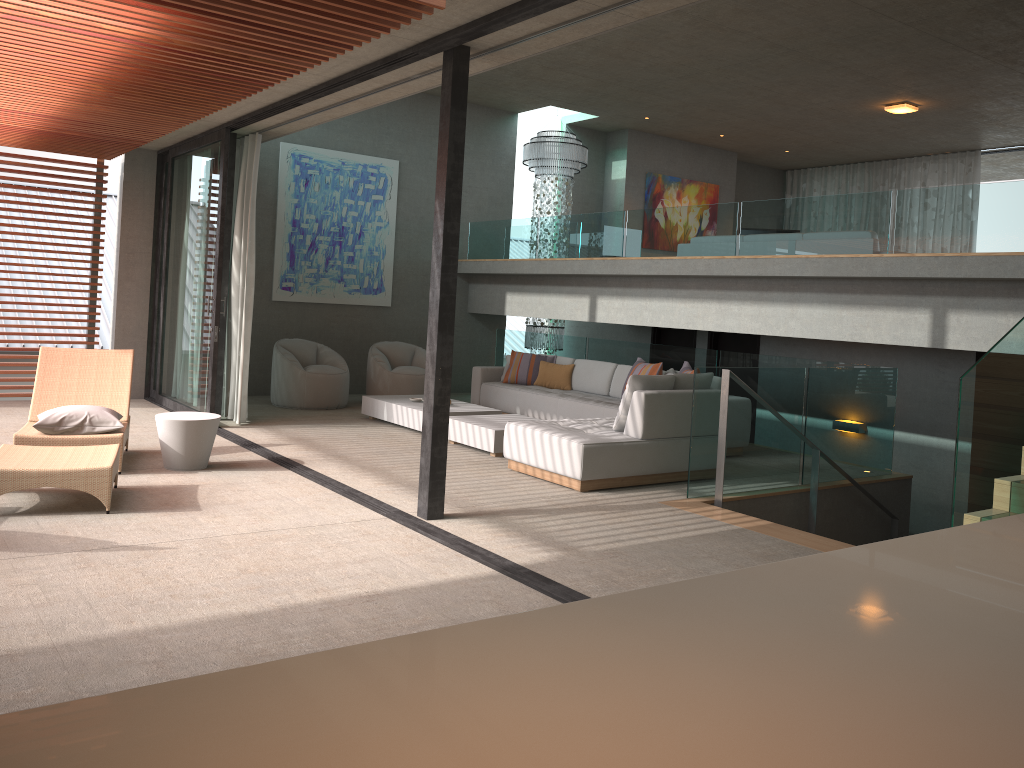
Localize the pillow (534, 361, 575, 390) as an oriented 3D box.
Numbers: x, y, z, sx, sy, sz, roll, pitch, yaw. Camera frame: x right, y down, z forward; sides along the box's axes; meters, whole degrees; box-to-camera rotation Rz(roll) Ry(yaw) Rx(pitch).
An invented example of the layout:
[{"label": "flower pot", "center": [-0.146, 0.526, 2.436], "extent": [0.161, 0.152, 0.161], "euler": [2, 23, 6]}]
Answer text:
[{"label": "pillow", "center": [0.513, -0.098, 10.534], "extent": [0.464, 0.324, 0.226], "euler": [4, 2, 17]}]

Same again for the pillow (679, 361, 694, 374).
[{"label": "pillow", "center": [1.717, 0.044, 8.739], "extent": [0.279, 0.503, 0.698], "euler": [3, 4, 7]}]

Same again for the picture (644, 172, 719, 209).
[{"label": "picture", "center": [2.894, -2.867, 15.043], "extent": [1.748, 1.249, 0.030], "euler": [1, 2, -36]}]

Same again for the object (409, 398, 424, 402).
[{"label": "object", "center": [-0.894, 0.186, 9.519], "extent": [0.437, 0.040, 0.155], "euler": [4, 5, 10]}]

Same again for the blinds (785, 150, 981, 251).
[{"label": "blinds", "center": [6.403, -2.629, 15.861], "extent": [0.222, 2.725, 3.864], "euler": [3, 3, -36]}]

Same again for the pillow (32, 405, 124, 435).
[{"label": "pillow", "center": [-3.180, 0.258, 6.507], "extent": [0.594, 0.194, 0.596], "euler": [1, 5, -25]}]

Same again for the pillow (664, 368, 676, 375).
[{"label": "pillow", "center": [1.551, 0.051, 8.987], "extent": [0.239, 0.404, 0.595], "euler": [3, 4, 7]}]

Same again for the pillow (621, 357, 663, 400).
[{"label": "pillow", "center": [1.342, -0.010, 9.233], "extent": [0.311, 0.493, 0.740], "euler": [3, 4, -13]}]

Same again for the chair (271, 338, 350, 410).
[{"label": "chair", "center": [-2.429, -0.133, 10.689], "extent": [0.921, 0.787, 0.924], "euler": [1, 4, -32]}]

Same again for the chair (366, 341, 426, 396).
[{"label": "chair", "center": [-1.395, -0.131, 11.323], "extent": [0.921, 0.787, 0.924], "euler": [3, 3, -12]}]

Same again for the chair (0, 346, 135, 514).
[{"label": "chair", "center": [-3.090, 0.236, 6.180], "extent": [0.699, 0.825, 2.305], "euler": [2, 5, -21]}]

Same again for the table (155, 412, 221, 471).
[{"label": "table", "center": [-2.478, 0.438, 6.740], "extent": [0.476, 0.393, 0.475], "euler": [6, 4, 35]}]

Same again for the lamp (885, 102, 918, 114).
[{"label": "lamp", "center": [5.176, -3.663, 11.744], "extent": [0.300, 0.092, 0.301], "euler": [0, 6, -36]}]

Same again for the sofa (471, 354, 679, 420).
[{"label": "sofa", "center": [0.917, 0.143, 9.774], "extent": [1.047, 0.752, 3.475], "euler": [1, 5, -36]}]

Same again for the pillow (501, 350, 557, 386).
[{"label": "pillow", "center": [0.214, -0.181, 10.743], "extent": [0.655, 0.442, 0.341], "euler": [4, 2, 8]}]

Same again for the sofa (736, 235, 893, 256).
[{"label": "sofa", "center": [3.465, -1.428, 11.080], "extent": [0.973, 0.863, 3.262], "euler": [1, 5, -36]}]

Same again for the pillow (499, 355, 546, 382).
[{"label": "pillow", "center": [0.148, -0.160, 10.930], "extent": [0.618, 0.420, 0.312], "euler": [3, 2, 1]}]

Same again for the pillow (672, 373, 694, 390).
[{"label": "pillow", "center": [1.465, 0.143, 7.448], "extent": [0.491, 0.497, 0.239], "euler": [1, 2, -36]}]

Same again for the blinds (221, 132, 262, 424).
[{"label": "blinds", "center": [-3.281, -1.183, 9.800], "extent": [0.222, 2.921, 2.434], "euler": [3, 2, -36]}]

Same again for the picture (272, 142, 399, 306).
[{"label": "picture", "center": [-2.347, -2.107, 11.916], "extent": [1.717, 2.047, 0.030], "euler": [2, 1, -36]}]

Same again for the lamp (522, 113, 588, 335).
[{"label": "lamp", "center": [0.595, -2.294, 13.604], "extent": [1.002, 3.936, 0.998], "euler": [4, 1, 34]}]

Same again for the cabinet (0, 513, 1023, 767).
[{"label": "cabinet", "center": [0.367, 0.835, 1.122], "extent": [4.116, 0.898, 0.803], "euler": [0, 4, -36]}]

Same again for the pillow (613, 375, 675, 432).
[{"label": "pillow", "center": [1.073, 0.157, 7.168], "extent": [0.491, 0.483, 0.267], "euler": [1, 2, -35]}]

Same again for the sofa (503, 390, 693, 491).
[{"label": "sofa", "center": [0.867, 0.371, 7.331], "extent": [1.594, 0.732, 1.017], "euler": [0, 5, -36]}]

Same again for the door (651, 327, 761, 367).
[{"label": "door", "center": [1.148, 0.297, 4.359], "extent": [5.787, 4.466, 15.337], "euler": [5, 5, 26]}]
